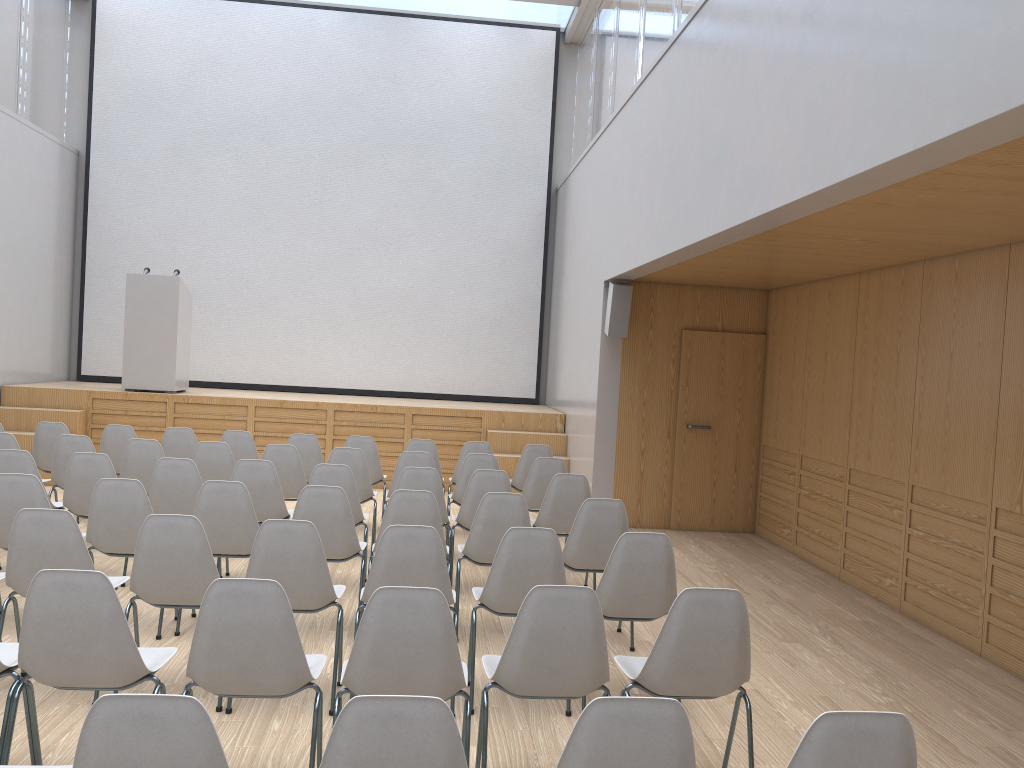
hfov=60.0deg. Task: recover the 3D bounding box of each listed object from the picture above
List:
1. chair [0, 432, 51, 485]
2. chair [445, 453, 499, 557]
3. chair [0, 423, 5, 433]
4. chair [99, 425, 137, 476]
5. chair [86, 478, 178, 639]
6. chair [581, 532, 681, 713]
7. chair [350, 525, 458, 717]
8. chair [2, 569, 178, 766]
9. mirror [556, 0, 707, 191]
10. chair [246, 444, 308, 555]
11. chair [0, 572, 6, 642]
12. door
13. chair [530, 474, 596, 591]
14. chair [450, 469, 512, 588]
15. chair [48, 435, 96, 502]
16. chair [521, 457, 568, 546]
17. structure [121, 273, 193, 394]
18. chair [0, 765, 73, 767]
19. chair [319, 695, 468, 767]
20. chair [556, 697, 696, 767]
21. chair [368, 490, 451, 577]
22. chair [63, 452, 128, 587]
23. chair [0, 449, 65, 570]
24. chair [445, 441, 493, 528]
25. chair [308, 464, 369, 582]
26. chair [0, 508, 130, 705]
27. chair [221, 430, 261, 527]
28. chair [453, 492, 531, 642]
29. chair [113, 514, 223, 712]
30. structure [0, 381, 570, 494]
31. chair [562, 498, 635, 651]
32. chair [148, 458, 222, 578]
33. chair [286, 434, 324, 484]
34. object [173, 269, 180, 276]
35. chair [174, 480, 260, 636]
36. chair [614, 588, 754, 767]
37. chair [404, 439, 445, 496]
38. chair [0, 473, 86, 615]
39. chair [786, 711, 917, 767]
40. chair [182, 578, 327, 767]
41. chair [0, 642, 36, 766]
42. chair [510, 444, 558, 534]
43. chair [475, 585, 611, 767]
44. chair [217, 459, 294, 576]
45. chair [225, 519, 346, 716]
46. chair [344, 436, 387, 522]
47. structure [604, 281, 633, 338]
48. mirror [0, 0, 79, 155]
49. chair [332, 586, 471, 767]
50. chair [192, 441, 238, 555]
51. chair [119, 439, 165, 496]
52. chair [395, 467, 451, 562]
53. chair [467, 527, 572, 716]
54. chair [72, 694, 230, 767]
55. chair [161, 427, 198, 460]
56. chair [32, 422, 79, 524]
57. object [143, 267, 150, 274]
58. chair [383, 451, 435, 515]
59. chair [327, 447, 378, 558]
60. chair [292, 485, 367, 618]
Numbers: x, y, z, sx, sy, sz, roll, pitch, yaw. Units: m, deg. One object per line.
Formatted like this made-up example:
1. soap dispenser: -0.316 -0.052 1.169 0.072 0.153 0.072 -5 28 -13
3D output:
1. chair: -3.864 0.787 6.844 0.479 0.876 0.505 3 2 -6
2. chair: -0.288 0.977 7.249 0.479 0.876 0.505 3 2 -6
3. chair: -4.488 0.728 7.746 0.479 0.876 0.505 3 2 -6
4. chair: -3.446 0.782 7.929 0.479 0.876 0.505 3 2 -6
5. chair: -2.145 0.934 5.002 0.479 0.876 0.505 3 2 -6
6. chair: 0.560 1.104 4.301 0.479 0.876 0.505 3 2 -6
7. chair: -0.489 1.049 4.158 0.479 0.876 0.505 3 2 -6
8. chair: -1.458 1.023 3.101 0.479 0.876 0.505 3 2 -6
9. mirror: 1.656 -3.501 3.760 0.253 2.090 17.825 3 2 -6
10. chair: -1.830 0.894 7.110 0.479 0.876 0.505 3 2 -6
11. chair: -2.595 0.935 4.023 0.479 0.876 0.505 3 2 -6
12. door: 2.097 0.491 8.954 0.873 2.025 0.108 3 2 -6
13. chair: 0.351 1.039 6.288 0.479 0.876 0.505 3 2 -6
14. chair: -0.191 1.009 6.264 0.479 0.876 0.505 3 2 -6
15. chair: -3.351 0.813 6.952 0.479 0.876 0.505 3 2 -6
16. chair: 0.252 1.008 7.242 0.479 0.876 0.505 3 2 -6
17. structure: -4.253 -0.598 10.668 0.605 1.379 0.605 3 2 -6
18. chair: -1.343 1.056 2.136 0.479 0.876 0.505 3 2 -6
19. chair: -0.299 1.113 2.209 0.479 0.876 0.505 3 2 -6
20. chair: 0.235 1.141 2.279 0.479 0.876 0.505 3 2 -6
21. chair: -0.593 1.016 5.173 0.479 0.876 0.505 3 2 -6
22. chair: -2.771 0.872 5.986 0.479 0.876 0.505 3 2 -6
23. chair: -3.240 0.847 5.921 0.479 0.876 0.505 3 2 -6
24. chair: -0.356 0.946 8.256 0.479 0.876 0.505 3 2 -6
25. chair: -1.226 0.956 6.095 0.479 0.876 0.505 3 2 -6
26. chair: -2.051 0.964 4.066 0.479 0.876 0.505 3 2 -6
27. chair: -2.444 0.836 8.006 0.479 0.876 0.505 3 2 -6
28. chair: -0.090 1.042 5.270 0.479 0.876 0.505 3 2 -6
29. chair: -1.517 0.993 4.100 0.479 0.876 0.505 3 2 -6
30. structure: -2.683 0.685 11.084 6.552 1.027 2.728 3 2 -6
31. chair: 0.471 1.074 5.255 0.479 0.876 0.505 3 2 -6
32. chair: -2.205 0.904 5.959 0.479 0.876 0.505 3 2 -6
33. chair: -1.877 0.867 8.040 0.479 0.876 0.505 3 2 -6
34. object: -4.021 -1.227 10.603 0.166 0.305 0.252 2 2 -34
35. chair: -1.625 0.960 5.121 0.479 0.876 0.505 3 2 -6
36. chair: 0.646 1.135 3.333 0.479 0.876 0.505 3 2 -6
37. chair: -0.855 0.920 8.180 0.479 0.876 0.505 3 2 -6
38. chair: -2.683 0.904 4.971 0.479 0.876 0.505 3 2 -6
39. chair: 0.750 1.170 2.270 0.479 0.876 0.505 3 2 -6
40. chair: -0.902 1.054 3.114 0.479 0.876 0.505 3 2 -6
41. chair: -1.934 0.997 3.073 0.479 0.876 0.505 3 2 -6
42. chair: 0.187 0.976 8.281 0.479 0.876 0.505 3 2 -6
43. chair: 0.126 1.108 3.254 0.479 0.876 0.505 3 2 -6
44. chair: -1.740 0.927 6.104 0.479 0.876 0.505 3 2 -6
45. chair: -1.022 1.020 4.128 0.479 0.876 0.505 3 2 -6
46. chair: -1.390 0.891 8.146 0.479 0.876 0.505 3 2 -6
47. structure: 1.037 -0.729 8.690 0.196 0.542 0.368 3 2 -6
48. mirror: -5.094 -3.862 3.106 0.253 2.090 17.825 3 2 -6
49. chair: -0.380 1.083 3.123 0.479 0.876 0.505 3 2 -6
50. chair: -2.331 0.868 7.033 0.479 0.876 0.505 3 2 -6
51. chair: -2.824 0.843 6.945 0.479 0.876 0.505 3 2 -6
52. chair: -0.659 0.985 6.191 0.479 0.876 0.505 3 2 -6
53. chair: 0.042 1.076 4.269 0.479 0.876 0.505 3 2 -6
54. chair: -0.818 1.085 2.139 0.479 0.876 0.505 3 2 -6
55. chair: -2.952 0.807 8.005 0.479 0.876 0.505 3 2 -6
56. chair: -3.978 0.754 7.837 0.479 0.876 0.505 3 2 -6
57. object: -4.366 -1.245 10.569 0.166 0.305 0.252 2 2 -34
58. chair: -0.789 0.952 7.141 0.479 0.876 0.505 3 2 -6
59. chair: -1.322 0.922 7.131 0.479 0.876 0.505 3 2 -6
60. chair: -1.086 0.989 5.145 0.479 0.876 0.505 3 2 -6
